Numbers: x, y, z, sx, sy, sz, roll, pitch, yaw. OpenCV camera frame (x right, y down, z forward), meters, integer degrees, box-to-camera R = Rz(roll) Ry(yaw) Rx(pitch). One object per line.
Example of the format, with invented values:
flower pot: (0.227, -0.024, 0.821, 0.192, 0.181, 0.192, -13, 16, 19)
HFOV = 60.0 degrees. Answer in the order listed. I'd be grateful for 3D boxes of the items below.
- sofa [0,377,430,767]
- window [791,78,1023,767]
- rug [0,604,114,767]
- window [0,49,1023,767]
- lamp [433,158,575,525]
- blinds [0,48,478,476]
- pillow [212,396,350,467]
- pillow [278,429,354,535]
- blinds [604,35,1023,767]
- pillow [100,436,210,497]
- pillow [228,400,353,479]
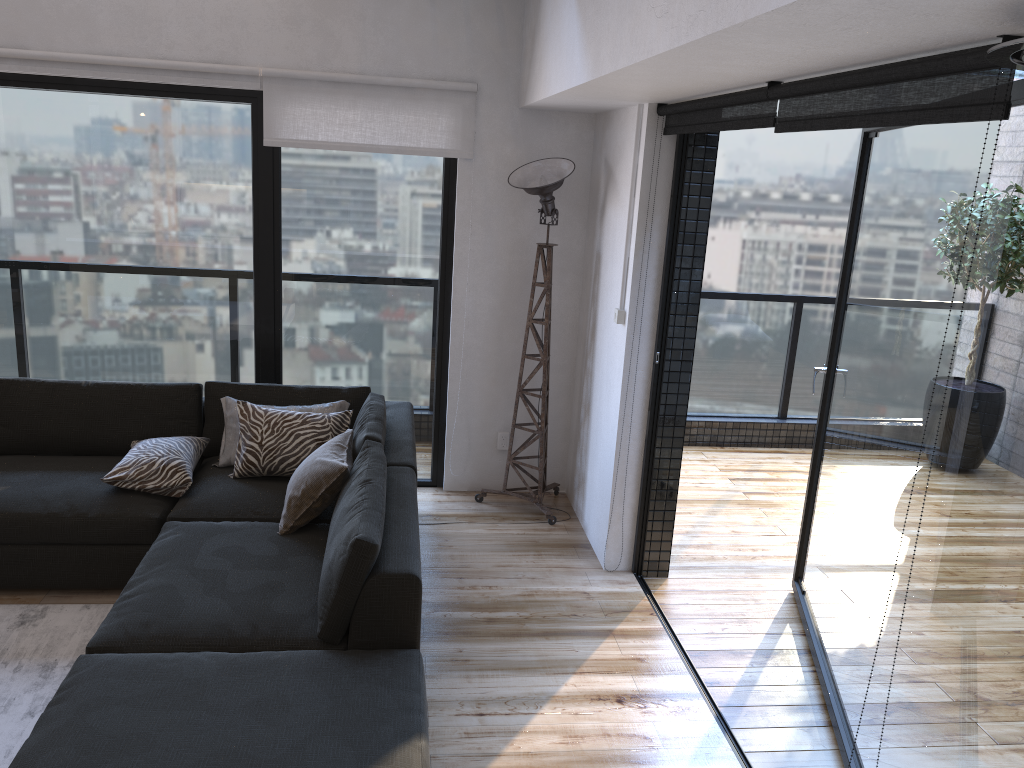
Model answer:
sofa: (-1.830, 0.630, 2.969, 3.044, 0.703, 2.987, 2, 14, -8)
window: (1.142, 0.214, 2.659, 0.100, 2.058, 2.440, 6, 15, 9)
rug: (-2.181, 1.111, 2.397, 1.637, 0.003, 2.105, 2, 14, -8)
window: (-2.758, -1.567, 2.273, 13.398, 5.588, 5.642, 2, 15, -8)
lamp: (-0.283, -0.185, 4.306, 1.468, 1.834, 0.423, -2, 16, -22)
blinds: (-2.832, -0.562, 4.258, 5.369, 2.052, 0.095, 2, 15, -8)
pillow: (-1.060, 0.234, 4.092, 0.611, 0.295, 0.234, 2, 15, -7)
pillow: (-0.782, 0.386, 3.584, 0.273, 0.310, 0.545, 1, 14, -8)
blinds: (1.493, 0.377, 2.033, 3.854, 2.060, 1.825, 14, 18, 35)
pillow: (-1.539, 0.346, 3.872, 0.356, 0.178, 0.529, 1, 14, -10)
pillow: (-0.976, 0.253, 3.946, 0.532, 0.315, 0.249, 3, 15, -4)
